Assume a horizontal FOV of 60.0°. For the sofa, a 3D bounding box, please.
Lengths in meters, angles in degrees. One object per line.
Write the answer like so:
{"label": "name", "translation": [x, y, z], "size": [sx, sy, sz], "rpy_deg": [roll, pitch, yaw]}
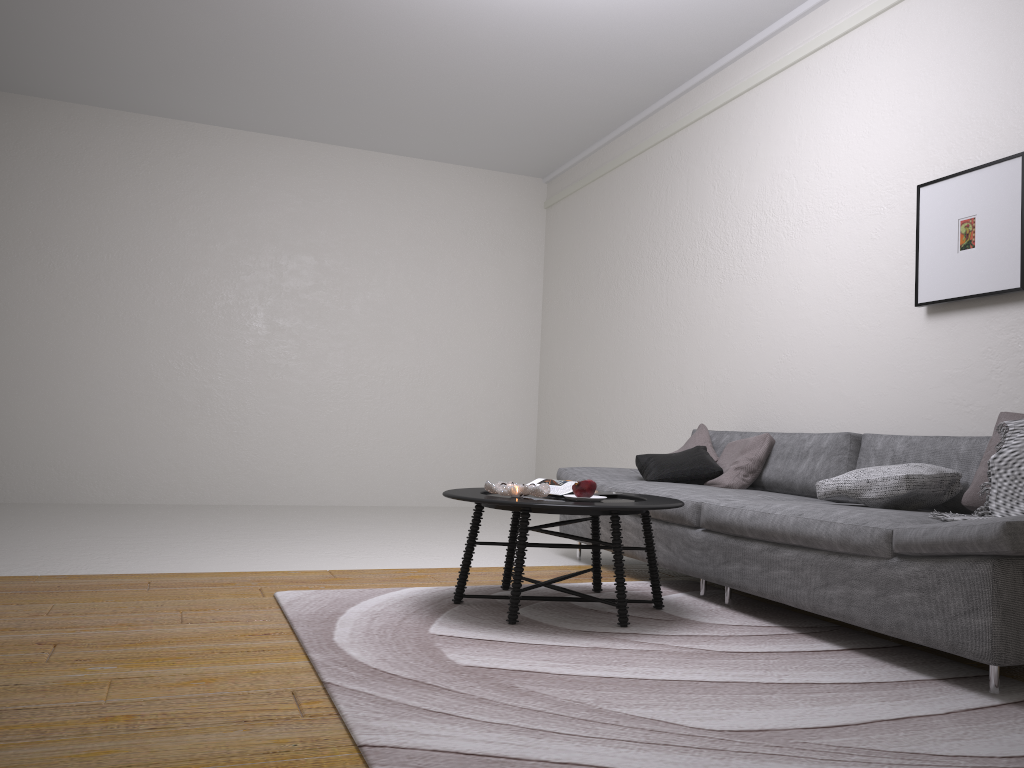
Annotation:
{"label": "sofa", "translation": [1.282, 0.583, 3.946], "size": [1.118, 0.772, 3.015], "rpy_deg": [4, -4, -21]}

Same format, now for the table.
{"label": "table", "translation": [0.192, 0.662, 3.470], "size": [0.958, 0.449, 0.930], "rpy_deg": [4, -4, -24]}

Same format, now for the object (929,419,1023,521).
{"label": "object", "translation": [1.809, 0.506, 2.805], "size": [0.867, 0.866, 0.631], "rpy_deg": [0, -4, 34]}

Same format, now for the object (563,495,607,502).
{"label": "object", "translation": [0.280, 0.438, 3.391], "size": [0.165, 0.015, 0.170], "rpy_deg": [1, -4, 24]}

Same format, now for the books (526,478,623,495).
{"label": "books", "translation": [0.227, 0.429, 3.716], "size": [0.380, 0.048, 0.299], "rpy_deg": [5, -5, -42]}

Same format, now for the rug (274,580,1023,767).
{"label": "rug", "translation": [0.597, 0.816, 2.211], "size": [1.978, 0.008, 3.656], "rpy_deg": [4, -4, -21]}

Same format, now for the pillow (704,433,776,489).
{"label": "pillow", "translation": [1.163, 0.411, 4.696], "size": [0.342, 0.318, 0.417], "rpy_deg": [4, -4, -21]}

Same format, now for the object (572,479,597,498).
{"label": "object", "translation": [0.282, 0.402, 3.381], "size": [0.109, 0.082, 0.089], "rpy_deg": [2, -3, 13]}

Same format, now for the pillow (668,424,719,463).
{"label": "pillow", "translation": [0.997, 0.446, 5.092], "size": [0.352, 0.448, 0.478], "rpy_deg": [2, -3, 0]}

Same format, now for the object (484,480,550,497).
{"label": "object", "translation": [0.021, 0.406, 3.424], "size": [0.255, 0.062, 0.251], "rpy_deg": [3, -3, -14]}

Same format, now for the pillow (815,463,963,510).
{"label": "pillow", "translation": [1.460, 0.399, 3.440], "size": [0.413, 0.194, 0.397], "rpy_deg": [5, -4, -35]}

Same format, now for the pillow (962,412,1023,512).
{"label": "pillow", "translation": [1.818, 0.286, 3.094], "size": [0.245, 0.390, 0.420], "rpy_deg": [4, -4, -20]}

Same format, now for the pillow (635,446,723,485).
{"label": "pillow", "translation": [0.896, 0.462, 4.785], "size": [0.421, 0.268, 0.401], "rpy_deg": [2, -3, -1]}
